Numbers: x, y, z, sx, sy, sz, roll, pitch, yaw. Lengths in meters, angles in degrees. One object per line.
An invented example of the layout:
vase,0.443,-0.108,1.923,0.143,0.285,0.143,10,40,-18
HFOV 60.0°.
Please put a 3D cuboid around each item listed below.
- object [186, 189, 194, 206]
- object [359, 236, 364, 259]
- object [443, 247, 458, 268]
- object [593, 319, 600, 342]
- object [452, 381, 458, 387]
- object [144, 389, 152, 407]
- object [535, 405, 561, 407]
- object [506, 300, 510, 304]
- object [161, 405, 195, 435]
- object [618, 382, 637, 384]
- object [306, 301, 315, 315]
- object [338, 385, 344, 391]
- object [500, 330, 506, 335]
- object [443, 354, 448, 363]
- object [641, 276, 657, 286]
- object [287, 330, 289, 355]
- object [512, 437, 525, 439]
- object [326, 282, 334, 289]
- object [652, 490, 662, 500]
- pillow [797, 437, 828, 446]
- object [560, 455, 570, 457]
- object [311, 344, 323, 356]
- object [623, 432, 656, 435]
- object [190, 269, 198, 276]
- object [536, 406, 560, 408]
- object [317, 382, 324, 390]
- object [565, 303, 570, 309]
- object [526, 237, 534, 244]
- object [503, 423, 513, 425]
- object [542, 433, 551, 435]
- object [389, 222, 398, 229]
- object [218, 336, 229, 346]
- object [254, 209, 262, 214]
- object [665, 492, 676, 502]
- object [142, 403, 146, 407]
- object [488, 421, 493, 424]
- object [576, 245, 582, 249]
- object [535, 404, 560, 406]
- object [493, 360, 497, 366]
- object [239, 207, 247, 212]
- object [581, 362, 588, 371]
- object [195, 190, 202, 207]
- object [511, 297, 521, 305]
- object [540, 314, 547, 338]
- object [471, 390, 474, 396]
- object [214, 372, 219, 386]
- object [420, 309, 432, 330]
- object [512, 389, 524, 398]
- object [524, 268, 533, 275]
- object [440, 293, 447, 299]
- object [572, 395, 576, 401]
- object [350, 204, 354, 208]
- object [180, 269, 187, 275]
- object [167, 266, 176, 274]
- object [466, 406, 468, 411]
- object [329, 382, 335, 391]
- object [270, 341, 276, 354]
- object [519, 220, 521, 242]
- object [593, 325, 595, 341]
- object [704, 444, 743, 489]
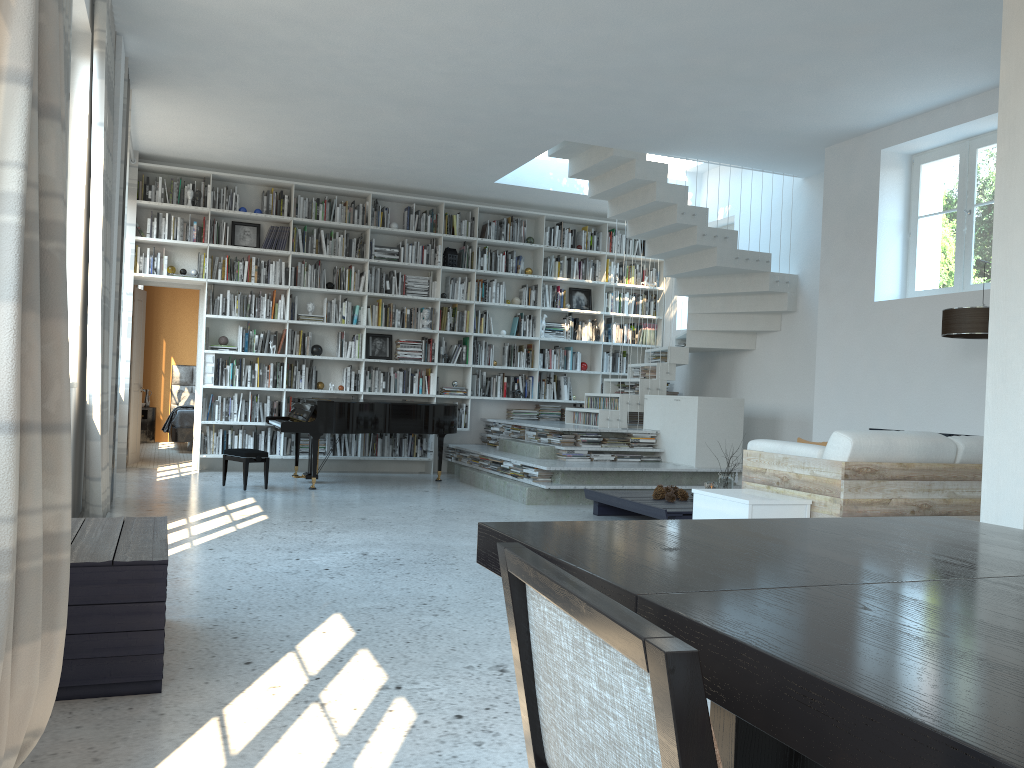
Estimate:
object,-3.335,-1.918,9.180,0.067,0.198,0.067,2,0,21
object,-1.668,-1.511,9.844,0.075,0.255,0.075,2,0,-43
object,-0.716,-1.462,10.290,0.135,0.248,0.135,3,0,-31
object,1.044,-0.660,10.916,0.087,0.288,0.075,2,0,14
object,-0.664,-0.002,10.307,0.071,0.072,0.071,2,0,27
object,-5.398,0.209,13.125,0.091,0.268,0.091,3,0,24
object,0.437,0.270,10.861,0.285,0.005,0.159,3,-1,-21
object,-0.052,-0.972,10.606,0.068,0.068,0.068,3,0,-44
object,-4.178,0.438,12.594,1.481,0.540,1.450,3,-1,-22
object,1.320,-0.011,10.119,0.161,0.025,0.174,3,-1,-17
object,-2.223,-0.836,9.790,0.095,0.157,0.121,3,0,-8
object,-1.904,0.045,9.875,0.061,0.062,0.061,2,0,27
object,-0.104,-0.609,10.568,0.071,0.072,0.071,2,0,27
object,-0.764,-0.293,10.198,0.054,0.113,0.079,3,0,-23
object,1.723,-1.290,11.186,0.203,0.137,0.095,3,0,-5
object,-2.468,-0.452,9.719,0.012,0.270,0.130,2,0,-21
object,0.123,0.592,9.723,0.145,0.010,0.266,3,-1,-25
object,-2.018,-1.081,9.823,0.097,0.098,0.097,2,0,27
object,1.113,0.853,6.803,0.082,0.085,0.082,3,0,-7
pillow,1.680,0.457,4.760,0.200,0.339,0.462,3,0,-27
object,0.585,0.698,8.587,0.204,0.004,0.140,3,-1,-18
object,-2.159,-0.370,9.802,0.133,0.135,0.134,2,0,27
object,1.285,0.488,8.972,0.284,0.030,0.177,3,-1,-21
object,-3.338,-1.168,9.309,0.071,0.072,0.071,3,0,-44
object,0.437,0.281,10.860,0.254,0.006,0.161,3,-1,-21
object,-2.128,0.019,9.833,0.091,0.092,0.091,3,0,-44
object,0.669,-0.950,10.885,0.091,0.092,0.091,2,0,27
object,0.216,-1.713,10.628,0.104,0.105,0.104,2,0,27
object,0.019,0.449,9.989,0.159,0.007,0.285,3,-1,-24
object,0.405,0.509,9.035,0.142,0.006,0.203,3,-1,-23
object,-1.344,-1.787,10.071,0.105,0.106,0.104,3,0,-44
object,-3.073,-0.458,9.442,0.105,0.106,0.105,3,0,-44
object,-2.732,-1.843,9.537,0.082,0.083,0.082,3,0,-44
object,1.194,0.852,6.664,0.081,0.083,0.098,3,0,-16
object,-5.438,0.310,13.005,0.118,0.061,0.118,3,0,-14
object,-0.184,0.458,10.549,0.131,0.025,0.290,3,-1,-19
object,0.825,-1.667,10.867,0.071,0.072,0.071,2,0,27
object,0.442,0.259,10.850,0.285,0.005,0.159,3,-1,-16
object,-0.213,-0.245,10.569,0.071,0.072,0.071,2,0,27
object,-2.878,-1.850,9.480,0.082,0.083,0.082,3,0,-44
object,0.879,-0.214,10.985,0.115,0.116,0.115,3,0,-44
object,-3.260,-1.914,9.209,0.067,0.198,0.067,2,0,21
object,0.048,-0.989,10.669,0.111,0.113,0.111,3,0,-44
object,0.371,-0.692,10.631,0.087,0.288,0.075,2,0,14
object,-0.488,0.108,10.463,0.071,0.072,0.071,2,0,27
object,-3.105,-0.054,9.309,0.045,0.146,0.045,3,0,17
object,-0.982,-0.736,10.131,0.138,0.244,0.137,2,0,34
object,0.075,0.114,10.525,0.160,0.114,0.064,3,0,-34
object,0.198,-1.345,10.634,0.100,0.102,0.100,3,0,-44
object,-0.790,-1.015,10.238,0.071,0.072,0.071,2,0,27
object,0.757,0.168,10.969,0.071,0.072,0.071,2,0,27
object,-1.802,-1.880,9.939,0.010,0.247,0.157,2,0,-21
object,-3.444,-1.173,9.289,0.071,0.072,0.071,3,0,-44
object,-3.533,-1.185,9.201,0.086,0.088,0.087,2,0,27
object,-0.542,0.384,10.383,0.011,0.260,0.142,2,0,-21
object,-1.992,0.025,9.815,0.060,0.095,0.078,3,0,-5
object,-2.564,-0.393,9.494,0.082,0.140,0.044,3,0,-38
object,0.078,-1.815,10.677,0.006,0.298,0.129,2,0,-21
object,0.994,-0.625,11.045,0.022,0.211,0.179,2,0,-21
object,1.640,0.635,6.797,0.309,0.522,0.435,2,0,9
